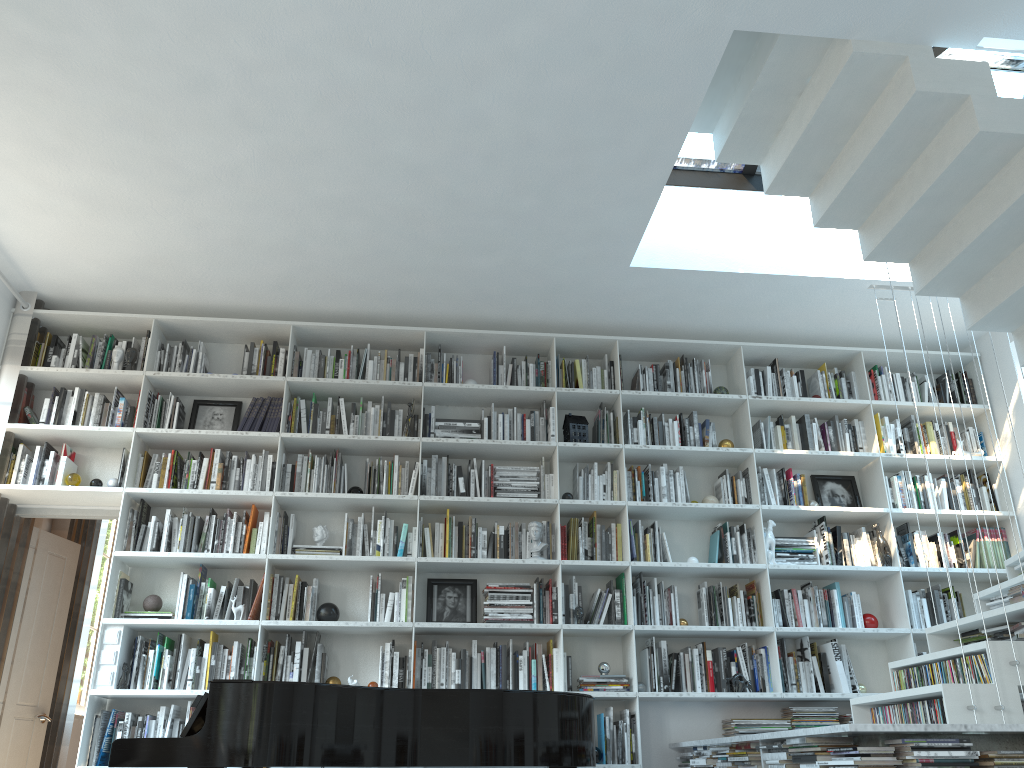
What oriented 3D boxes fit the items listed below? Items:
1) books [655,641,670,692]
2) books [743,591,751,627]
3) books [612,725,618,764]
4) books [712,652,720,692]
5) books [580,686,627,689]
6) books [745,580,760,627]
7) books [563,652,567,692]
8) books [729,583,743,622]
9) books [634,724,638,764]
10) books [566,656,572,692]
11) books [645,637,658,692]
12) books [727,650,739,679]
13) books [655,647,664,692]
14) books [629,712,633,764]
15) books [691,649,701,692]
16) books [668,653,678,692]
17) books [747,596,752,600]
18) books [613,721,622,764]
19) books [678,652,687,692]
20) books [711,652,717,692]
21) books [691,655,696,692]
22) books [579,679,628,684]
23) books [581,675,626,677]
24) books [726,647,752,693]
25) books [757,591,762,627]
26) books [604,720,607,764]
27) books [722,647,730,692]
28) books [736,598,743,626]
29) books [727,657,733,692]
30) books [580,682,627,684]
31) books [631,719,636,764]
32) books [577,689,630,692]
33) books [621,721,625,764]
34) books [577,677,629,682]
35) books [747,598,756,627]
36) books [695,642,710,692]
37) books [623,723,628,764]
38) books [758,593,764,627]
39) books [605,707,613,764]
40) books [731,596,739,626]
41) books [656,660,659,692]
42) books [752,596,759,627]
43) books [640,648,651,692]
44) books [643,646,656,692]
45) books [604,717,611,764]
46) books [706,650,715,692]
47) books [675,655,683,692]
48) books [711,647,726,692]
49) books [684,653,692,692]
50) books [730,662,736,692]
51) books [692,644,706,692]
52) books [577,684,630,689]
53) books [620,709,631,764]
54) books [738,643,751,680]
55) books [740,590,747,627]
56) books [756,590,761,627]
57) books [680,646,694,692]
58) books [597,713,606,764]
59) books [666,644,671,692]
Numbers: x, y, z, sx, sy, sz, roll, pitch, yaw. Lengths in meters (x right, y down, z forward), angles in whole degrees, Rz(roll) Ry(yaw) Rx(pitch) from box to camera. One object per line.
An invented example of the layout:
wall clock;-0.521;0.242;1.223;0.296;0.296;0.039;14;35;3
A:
books;0.875;1.670;5.203;0.030;0.293;0.189;2;-23;-6
books;1.410;1.394;5.409;0.021;0.230;0.156;2;-23;-6
books;0.564;2.015;4.948;0.013;0.201;0.140;2;-23;-6
books;1.191;1.718;5.252;0.021;0.241;0.131;2;-23;-6
books;0.522;1.749;5.089;0.254;0.012;0.161;0;-24;0
books;1.470;1.360;5.414;0.007;0.294;0.163;2;-23;-6
books;0.294;1.687;5.156;0.027;0.228;0.142;2;-23;-6
books;1.364;1.367;5.402;0.006;0.273;0.173;2;-23;-6
books;0.673;2.019;4.962;0.012;0.205;0.161;2;-23;-6
books;0.322;1.698;5.157;0.030;0.209;0.137;2;-23;-6
books;0.818;1.658;5.202;0.010;0.315;0.187;2;-23;-6
books;1.306;1.715;5.254;0.012;0.248;0.165;2;-23;-6
books;0.849;1.687;5.194;0.023;0.255;0.179;2;-23;-6
books;0.647;1.989;4.973;0.015;0.269;0.158;2;-23;-6
books;1.067;1.700;5.223;0.025;0.251;0.182;2;-23;-6
books;0.932;1.707;5.211;0.065;0.230;0.162;2;-23;-6
books;1.444;1.408;5.409;0.016;0.204;0.142;2;-23;-6
books;0.586;1.996;4.932;0.026;0.224;0.176;2;-23;-6
books;0.988;1.713;5.227;0.029;0.233;0.143;2;-23;-6
books;1.169;1.717;5.243;0.025;0.236;0.157;2;-23;-6
books;1.047;1.720;5.229;0.012;0.220;0.154;2;-23;-6
books;0.522;1.712;5.095;0.254;0.012;0.161;2;-24;-6
books;0.522;1.691;5.107;0.254;0.012;0.161;-1;-24;2
books;1.345;1.706;5.256;0.070;0.265;0.186;2;-23;-6
books;1.492;1.401;5.433;0.007;0.234;0.132;2;-23;-6
books;0.505;2.001;4.947;0.012;0.228;0.130;2;-23;-6
books;1.241;1.707;5.253;0.026;0.262;0.170;2;-23;-6
books;1.352;1.407;5.380;0.019;0.182;0.191;2;-24;-6
books;1.265;1.732;5.246;0.022;0.210;0.136;2;-23;-6
books;0.522;1.727;5.100;0.254;0.012;0.161;0;-24;-1
books;0.662;2.001;4.954;0.013;0.232;0.149;2;-23;-6
books;0.522;1.761;5.087;0.285;0.012;0.160;0;-24;-1
books;0.603;2.003;4.949;0.012;0.224;0.150;2;-23;-6
books;0.522;1.704;5.108;0.285;0.012;0.160;1;-24;-2
books;1.431;1.407;5.377;0.016;0.179;0.190;2;-24;-6
books;1.122;1.683;5.233;0.012;0.291;0.176;2;-23;-6
books;0.616;2.003;4.932;0.011;0.211;0.179;2;-23;-6
books;1.501;1.404;5.423;0.009;0.222;0.146;2;-23;-6
books;0.541;1.970;4.966;0.032;0.299;0.149;2;-23;-6
books;1.335;1.403;5.384;0.015;0.194;0.176;2;-23;-6
books;0.828;1.703;5.212;0.015;0.239;0.153;2;-23;-6
books;1.459;1.405;5.402;0.013;0.203;0.159;2;-23;-6
books;0.782;1.693;5.204;0.012;0.253;0.161;2;-23;-6
books;0.802;1.681;5.189;0.023;0.261;0.187;2;-23;-6
books;0.520;1.986;4.936;0.014;0.244;0.177;2;-23;-6
books;1.143;1.707;5.228;0.031;0.243;0.185;2;-23;-6
books;0.969;1.716;5.213;0.011;0.216;0.176;2;-23;-6
books;1.216;1.703;5.243;0.026;0.261;0.174;2;-23;-6
books;1.015;1.715;5.225;0.024;0.227;0.160;2;-23;-6
books;1.289;1.745;5.237;0.025;0.180;0.170;2;-23;-6
books;1.108;1.695;5.250;0.012;0.284;0.160;2;-23;-6
books;0.522;1.737;5.092;0.285;0.012;0.160;1;-24;-3
books;0.631;1.973;4.954;0.021;0.283;0.173;2;-23;-6
books;1.385;1.699;5.275;0.013;0.292;0.135;2;-23;-6
books;1.376;1.388;5.394;0.018;0.228;0.182;2;-23;-6
books;1.480;1.397;5.429;0.019;0.239;0.134;2;-23;-6
books;1.034;1.696;5.232;0.014;0.266;0.172;2;-23;-6
books;0.497;1.981;4.945;0.005;0.263;0.163;2;-23;-6
books;0.895;1.682;5.210;0.010;0.276;0.175;2;-23;-6
